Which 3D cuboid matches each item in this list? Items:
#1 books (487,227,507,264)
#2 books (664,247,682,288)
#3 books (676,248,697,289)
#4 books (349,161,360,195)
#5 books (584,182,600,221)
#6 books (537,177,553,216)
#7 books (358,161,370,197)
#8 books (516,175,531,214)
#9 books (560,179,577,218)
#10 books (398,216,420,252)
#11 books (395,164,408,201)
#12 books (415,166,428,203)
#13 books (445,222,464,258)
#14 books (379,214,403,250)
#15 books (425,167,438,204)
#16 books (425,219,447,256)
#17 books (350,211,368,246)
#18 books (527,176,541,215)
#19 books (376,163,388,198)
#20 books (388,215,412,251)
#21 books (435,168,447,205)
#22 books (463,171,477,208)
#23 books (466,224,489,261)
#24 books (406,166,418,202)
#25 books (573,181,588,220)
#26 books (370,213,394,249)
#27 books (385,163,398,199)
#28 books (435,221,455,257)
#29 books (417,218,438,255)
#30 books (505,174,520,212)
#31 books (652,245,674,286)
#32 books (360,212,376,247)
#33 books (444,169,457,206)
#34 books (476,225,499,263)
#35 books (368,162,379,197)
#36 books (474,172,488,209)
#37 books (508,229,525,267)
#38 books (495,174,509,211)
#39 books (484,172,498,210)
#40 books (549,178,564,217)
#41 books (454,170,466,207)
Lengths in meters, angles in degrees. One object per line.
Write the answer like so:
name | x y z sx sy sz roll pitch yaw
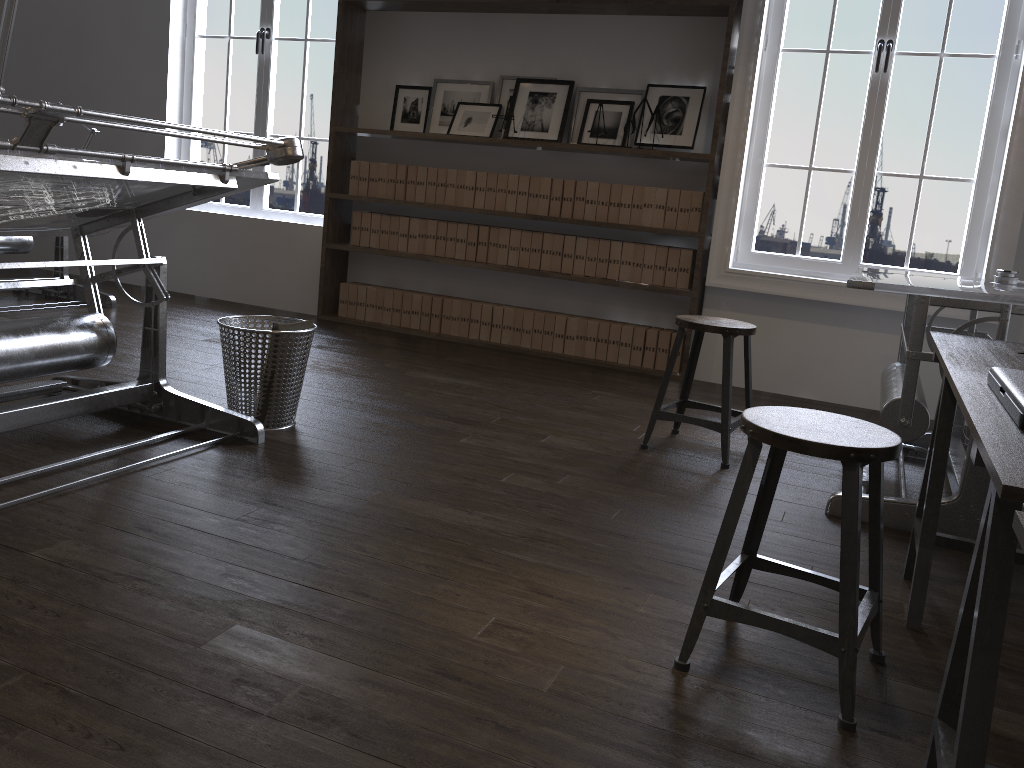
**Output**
books | -0.079 -0.860 5.496 0.067 0.224 0.175 9 11 21
books | 0.940 -0.671 5.085 0.067 0.224 0.175 9 11 21
books | 1.003 -0.659 5.055 0.067 0.224 0.175 9 11 21
books | -0.991 -1.349 5.823 0.067 0.224 0.175 9 11 21
books | 0.494 -1.073 5.224 0.067 0.224 0.175 9 11 21
books | 0.223 -1.124 5.335 0.067 0.224 0.175 9 11 21
books | -0.925 -1.336 5.793 0.067 0.224 0.175 9 11 21
books | 0.097 -1.146 5.381 0.067 0.224 0.175 9 11 21
books | 0.359 -1.098 5.277 0.067 0.224 0.175 9 11 21
books | -0.660 -0.967 5.724 0.067 0.224 0.175 9 11 21
books | -0.673 -1.289 5.692 0.067 0.224 0.175 9 11 21
books | -0.538 -1.265 5.639 0.067 0.224 0.175 9 11 21
books | -0.346 -0.910 5.603 0.067 0.224 0.175 9 11 21
books | -0.786 -0.992 5.781 0.067 0.224 0.175 9 11 21
books | -0.472 -1.253 5.617 0.067 0.224 0.175 9 11 21
books | -0.475 -0.932 5.648 0.067 0.224 0.175 9 11 21
books | -0.986 -1.027 5.853 0.067 0.224 0.175 9 11 21
books | 0.163 -1.134 5.354 0.067 0.224 0.175 9 11 21
books | -0.799 -1.314 5.747 0.067 0.224 0.175 9 11 21
books | -0.723 -0.979 5.754 0.067 0.224 0.175 9 11 21
books | -0.407 -1.241 5.591 0.067 0.224 0.175 9 11 21
books | -0.227 -1.207 5.515 0.067 0.224 0.175 9 11 21
books | -0.215 -0.886 5.551 0.067 0.224 0.175 9 11 21
books | -0.602 -1.277 5.670 0.067 0.224 0.175 9 11 21
books | 0.430 -1.086 5.254 0.067 0.224 0.175 9 11 21
books | -0.852 -1.003 5.803 0.067 0.224 0.175 9 11 21
books | -0.738 -1.303 5.725 0.067 0.224 0.175 9 11 21
books | -0.411 -0.922 5.629 0.067 0.224 0.175 9 11 21
books | -0.534 -0.944 5.677 0.067 0.224 0.175 9 11 21
books | 0.032 -1.159 5.411 0.067 0.224 0.175 9 11 21
books | 0.875 -0.683 5.111 0.067 0.224 0.175 9 11 21
books | -0.919 -1.015 5.827 0.067 0.224 0.175 9 11 21
books | -0.347 -1.229 5.560 0.067 0.224 0.175 9 11 21
books | -0.149 -0.872 5.518 0.067 0.224 0.175 9 11 21
books | -0.859 -1.324 5.766 0.067 0.224 0.175 9 11 21
books | -0.161 -1.195 5.487 0.067 0.224 0.175 9 11 21
books | 0.047 -0.836 5.442 0.067 0.224 0.175 9 11 21
books | -0.031 -1.172 5.440 0.067 0.224 0.175 9 11 21
books | -0.095 -1.183 5.464 0.067 0.224 0.175 9 11 21
books | 0.294 -1.111 5.309 0.067 0.224 0.175 9 11 21
books | -0.284 -1.218 5.540 0.067 0.224 0.175 9 11 21
